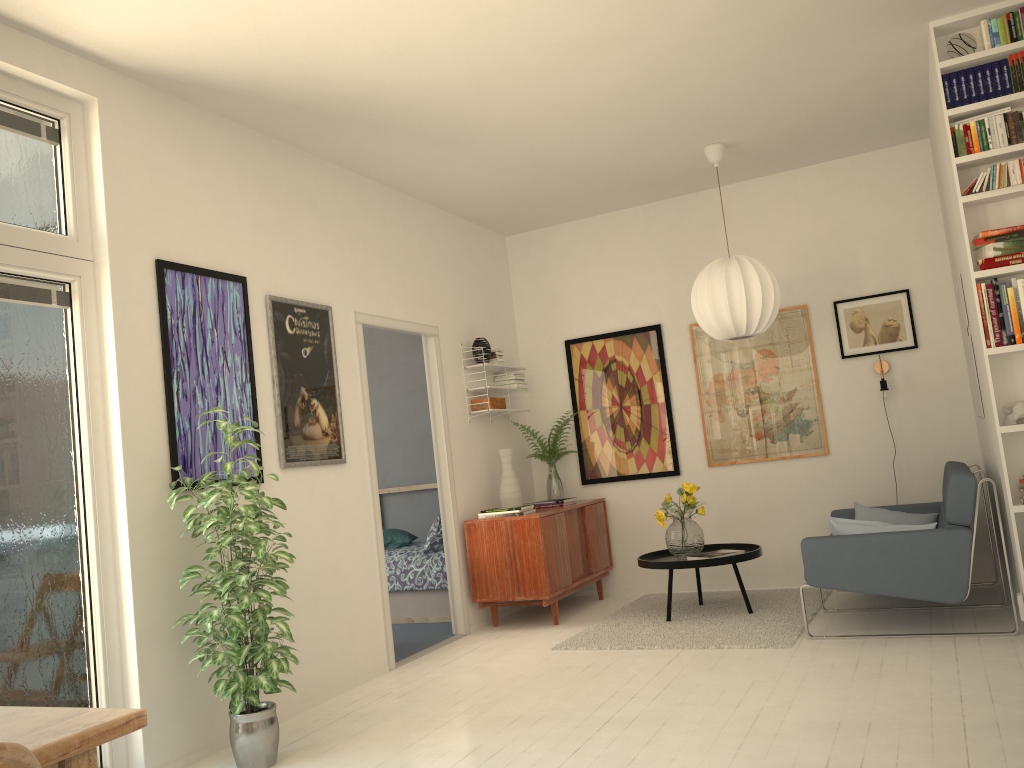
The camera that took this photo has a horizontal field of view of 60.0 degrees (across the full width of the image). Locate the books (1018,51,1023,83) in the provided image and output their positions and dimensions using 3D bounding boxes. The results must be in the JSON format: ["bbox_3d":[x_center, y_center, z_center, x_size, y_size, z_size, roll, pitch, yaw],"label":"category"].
[{"bbox_3d":[2.367,-1.414,4.113,0.020,0.191,0.205,-9,-6,25],"label":"books"}]

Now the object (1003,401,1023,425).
[{"bbox_3d":[2.384,0.095,3.995,0.311,0.150,0.137,-10,-6,33],"label":"object"}]

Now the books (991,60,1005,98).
[{"bbox_3d":[2.272,-1.394,4.157,0.034,0.179,0.188,-9,-6,25],"label":"books"}]

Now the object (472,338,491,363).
[{"bbox_3d":[-0.215,-0.231,6.277,0.139,0.200,0.138,-4,-6,-21],"label":"object"}]

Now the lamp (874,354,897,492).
[{"bbox_3d":[2.412,0.520,5.910,0.360,1.417,0.112,-9,-6,25],"label":"lamp"}]

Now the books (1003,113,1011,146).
[{"bbox_3d":[2.294,-1.154,4.118,0.013,0.159,0.176,-9,-6,25],"label":"books"}]

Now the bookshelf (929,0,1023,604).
[{"bbox_3d":[2.500,-0.316,4.006,0.709,2.902,0.249,-9,-6,25],"label":"bookshelf"}]

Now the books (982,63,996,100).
[{"bbox_3d":[2.241,-1.389,4.172,0.034,0.179,0.188,-9,-6,25],"label":"books"}]

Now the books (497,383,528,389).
[{"bbox_3d":[-0.004,0.026,6.682,0.179,0.038,0.190,-9,-6,24],"label":"books"}]

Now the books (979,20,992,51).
[{"bbox_3d":[2.226,-1.608,4.169,0.026,0.149,0.155,-9,-6,25],"label":"books"}]

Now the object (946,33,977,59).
[{"bbox_3d":[2.115,-1.584,4.174,0.131,0.131,0.131,-8,-6,20],"label":"object"}]

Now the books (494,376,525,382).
[{"bbox_3d":[-0.016,-0.035,6.683,0.173,0.023,0.190,-9,-6,24],"label":"books"}]

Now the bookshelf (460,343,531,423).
[{"bbox_3d":[-0.105,-0.009,6.487,0.184,0.565,0.695,-9,-6,25],"label":"bookshelf"}]

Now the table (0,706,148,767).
[{"bbox_3d":[-1.293,0.893,0.677,0.894,0.749,1.797,-9,-6,25],"label":"table"}]

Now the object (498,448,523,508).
[{"bbox_3d":[-0.020,0.674,6.187,0.158,0.446,0.160,-4,-6,-25],"label":"object"}]

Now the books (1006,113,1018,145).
[{"bbox_3d":[2.319,-1.153,4.127,0.024,0.155,0.206,-9,-6,25],"label":"books"}]

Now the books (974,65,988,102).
[{"bbox_3d":[2.210,-1.384,4.186,0.034,0.179,0.188,-9,-6,25],"label":"books"}]

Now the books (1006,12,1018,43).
[{"bbox_3d":[2.321,-1.621,4.126,0.028,0.147,0.192,-9,-6,25],"label":"books"}]

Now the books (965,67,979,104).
[{"bbox_3d":[2.178,-1.379,4.201,0.034,0.179,0.188,-9,-6,25],"label":"books"}]

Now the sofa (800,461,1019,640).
[{"bbox_3d":[2.203,0.885,5.026,0.963,0.774,1.602,-9,-6,25],"label":"sofa"}]

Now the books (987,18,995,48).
[{"bbox_3d":[2.251,-1.609,4.176,0.013,0.146,0.208,-9,-6,25],"label":"books"}]

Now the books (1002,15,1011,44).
[{"bbox_3d":[2.309,-1.615,4.152,0.018,0.141,0.206,-9,-6,25],"label":"books"}]

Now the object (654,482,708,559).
[{"bbox_3d":[1.068,0.860,5.601,0.361,0.471,0.291,-4,-6,-27],"label":"object"}]

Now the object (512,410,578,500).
[{"bbox_3d":[0.318,0.563,6.740,0.476,0.686,0.398,-9,-6,27],"label":"object"}]

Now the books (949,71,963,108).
[{"bbox_3d":[2.115,-1.370,4.230,0.034,0.179,0.188,-9,-6,25],"label":"books"}]

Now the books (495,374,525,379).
[{"bbox_3d":[-0.013,-0.052,6.690,0.153,0.013,0.197,-9,-6,27],"label":"books"}]

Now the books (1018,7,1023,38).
[{"bbox_3d":[2.375,-1.632,4.128,0.024,0.157,0.227,-9,-6,25],"label":"books"}]

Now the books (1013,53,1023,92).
[{"bbox_3d":[2.352,-1.411,4.129,0.020,0.191,0.205,-9,-6,25],"label":"books"}]

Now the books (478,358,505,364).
[{"bbox_3d":[-0.148,-0.163,6.422,0.158,0.019,0.131,-9,-6,26],"label":"books"}]

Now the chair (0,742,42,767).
[{"bbox_3d":[-0.757,0.818,0.955,0.483,0.811,0.385,-9,-6,22],"label":"chair"}]

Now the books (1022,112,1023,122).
[{"bbox_3d":[2.370,-1.156,4.088,0.020,0.145,0.189,-9,-6,25],"label":"books"}]

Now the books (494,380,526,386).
[{"bbox_3d":[-0.016,-0.002,6.680,0.168,0.021,0.197,-9,-6,27],"label":"books"}]

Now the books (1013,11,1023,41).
[{"bbox_3d":[2.351,-1.626,4.130,0.024,0.148,0.188,-9,-6,25],"label":"books"}]

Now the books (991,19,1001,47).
[{"bbox_3d":[2.257,-1.608,4.145,0.023,0.137,0.161,-9,-6,25],"label":"books"}]

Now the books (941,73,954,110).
[{"bbox_3d":[2.084,-1.365,4.245,0.034,0.179,0.188,-9,-6,25],"label":"books"}]

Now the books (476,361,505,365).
[{"bbox_3d":[-0.154,-0.138,6.421,0.159,0.028,0.146,-9,-6,21],"label":"books"}]

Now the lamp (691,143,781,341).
[{"bbox_3d":[1.343,-0.892,5.534,0.536,1.230,0.535,-3,-6,-31],"label":"lamp"}]

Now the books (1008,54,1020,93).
[{"bbox_3d":[2.335,-1.408,4.140,0.020,0.191,0.205,-9,-6,25],"label":"books"}]

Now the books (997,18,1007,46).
[{"bbox_3d":[2.297,-1.607,4.173,0.025,0.131,0.253,-9,-6,25],"label":"books"}]

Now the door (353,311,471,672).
[{"bbox_3d":[-0.983,0.665,5.622,0.881,2.034,0.955,-9,-6,25],"label":"door"}]

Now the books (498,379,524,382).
[{"bbox_3d":[-0.011,-0.017,6.696,0.147,0.012,0.195,-9,-6,22],"label":"books"}]

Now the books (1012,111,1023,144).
[{"bbox_3d":[2.327,-1.157,4.088,0.023,0.153,0.176,-9,-6,25],"label":"books"}]

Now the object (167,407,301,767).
[{"bbox_3d":[-1.101,0.801,3.562,0.514,1.425,0.568,-4,-6,-22],"label":"object"}]

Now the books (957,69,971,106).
[{"bbox_3d":[2.147,-1.375,4.216,0.034,0.179,0.188,-9,-6,25],"label":"books"}]

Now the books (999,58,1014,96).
[{"bbox_3d":[2.304,-1.399,4.143,0.034,0.179,0.188,-9,-6,25],"label":"books"}]

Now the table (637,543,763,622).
[{"bbox_3d":[1.183,1.235,5.497,0.760,0.386,0.761,-11,-7,40],"label":"table"}]

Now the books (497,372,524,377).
[{"bbox_3d":[-0.010,-0.067,6.687,0.147,0.016,0.195,-9,-6,22],"label":"books"}]

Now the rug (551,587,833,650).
[{"bbox_3d":[1.180,1.424,5.443,1.303,0.012,1.660,-9,-6,26],"label":"rug"}]
